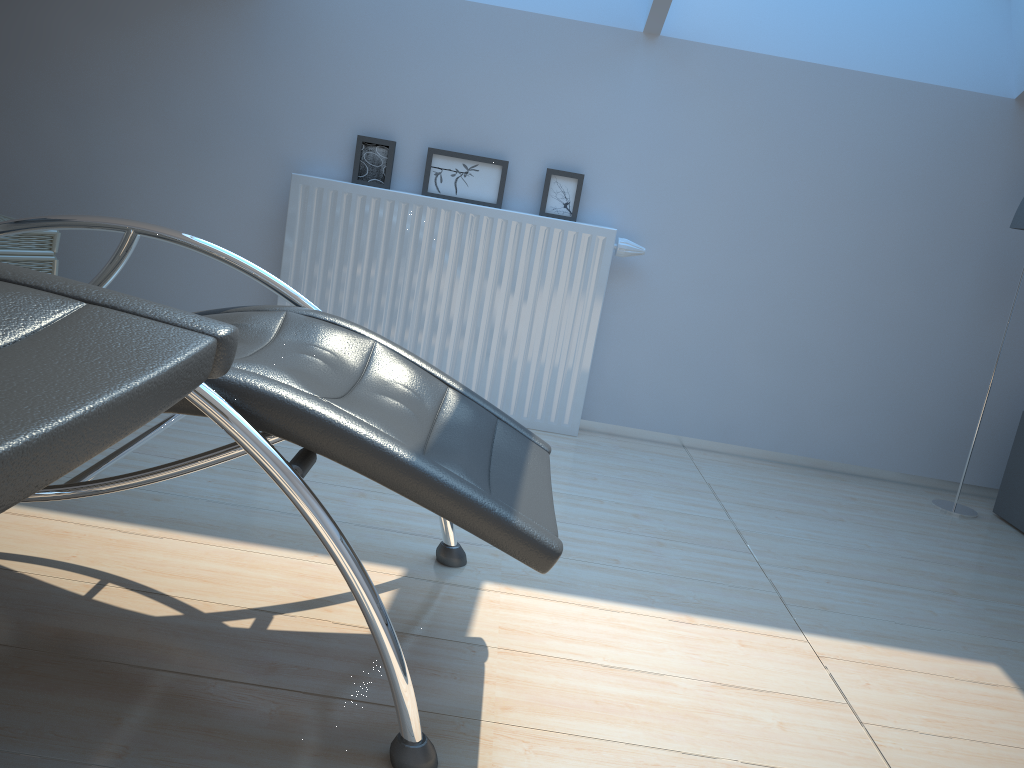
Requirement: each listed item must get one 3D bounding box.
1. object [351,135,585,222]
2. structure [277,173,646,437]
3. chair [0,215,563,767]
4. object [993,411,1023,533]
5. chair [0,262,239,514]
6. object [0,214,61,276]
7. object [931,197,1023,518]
[{"bbox_3d":[-0.164,-0.759,3.291,0.846,0.180,0.030,10,12,-2],"label":"object"},{"bbox_3d":[-0.211,-0.282,3.368,1.324,0.800,0.120,10,12,-2],"label":"structure"},{"bbox_3d":[-0.824,-0.233,1.583,1.938,1.251,0.836,10,12,-2],"label":"chair"},{"bbox_3d":[2.037,0.353,3.104,0.401,0.424,0.400,10,12,-2],"label":"object"},{"bbox_3d":[-1.361,0.032,0.649,2.114,0.953,0.836,10,12,-2],"label":"chair"},{"bbox_3d":[-1.961,-0.291,2.701,0.744,0.518,0.745,16,14,28],"label":"object"},{"bbox_3d":[1.749,-0.098,3.187,0.158,1.181,0.160,10,12,-2],"label":"object"}]
